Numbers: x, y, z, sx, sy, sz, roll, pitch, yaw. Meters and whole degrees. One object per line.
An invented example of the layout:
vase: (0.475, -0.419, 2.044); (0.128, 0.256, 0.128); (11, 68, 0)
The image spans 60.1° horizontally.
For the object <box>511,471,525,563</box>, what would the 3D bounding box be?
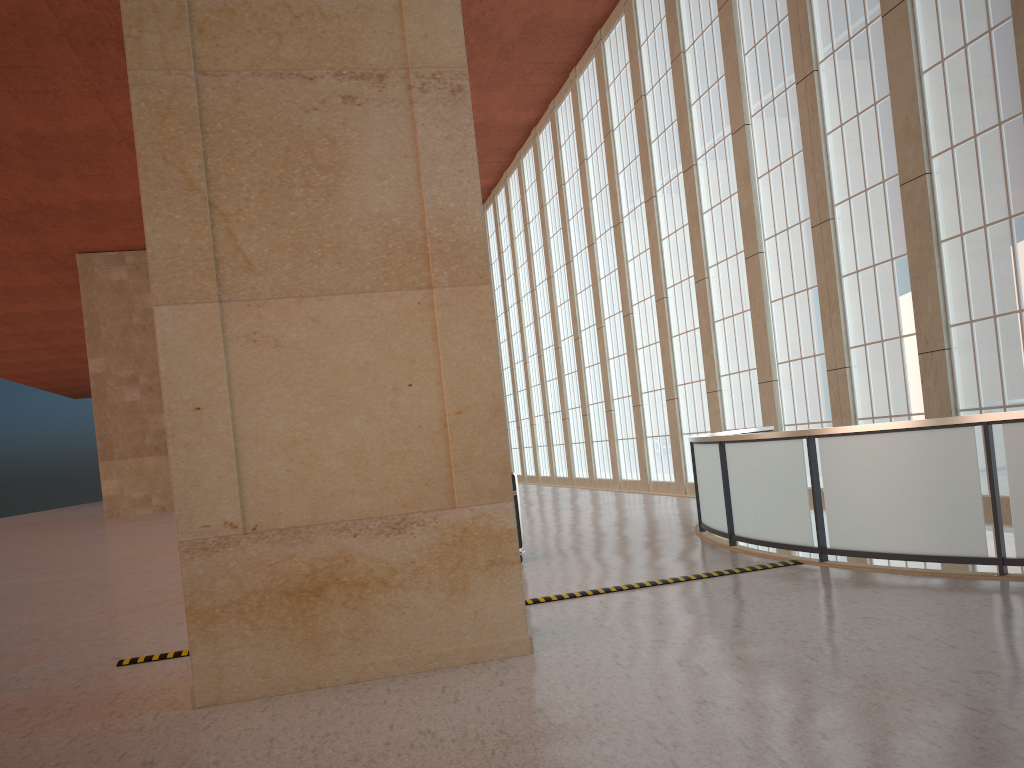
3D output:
object: (-0.469, 2.304, 15.120); (1.054, 1.541, 1.276); (-6, -2, -13)

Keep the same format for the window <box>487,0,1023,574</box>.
window: (-5.083, 4.696, 77.686); (0.010, 28.616, 165.427); (-6, -4, -13)

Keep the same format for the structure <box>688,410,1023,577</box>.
structure: (6.115, 1.352, 13.014); (5.232, 1.793, 13.132); (-5, -4, -24)
